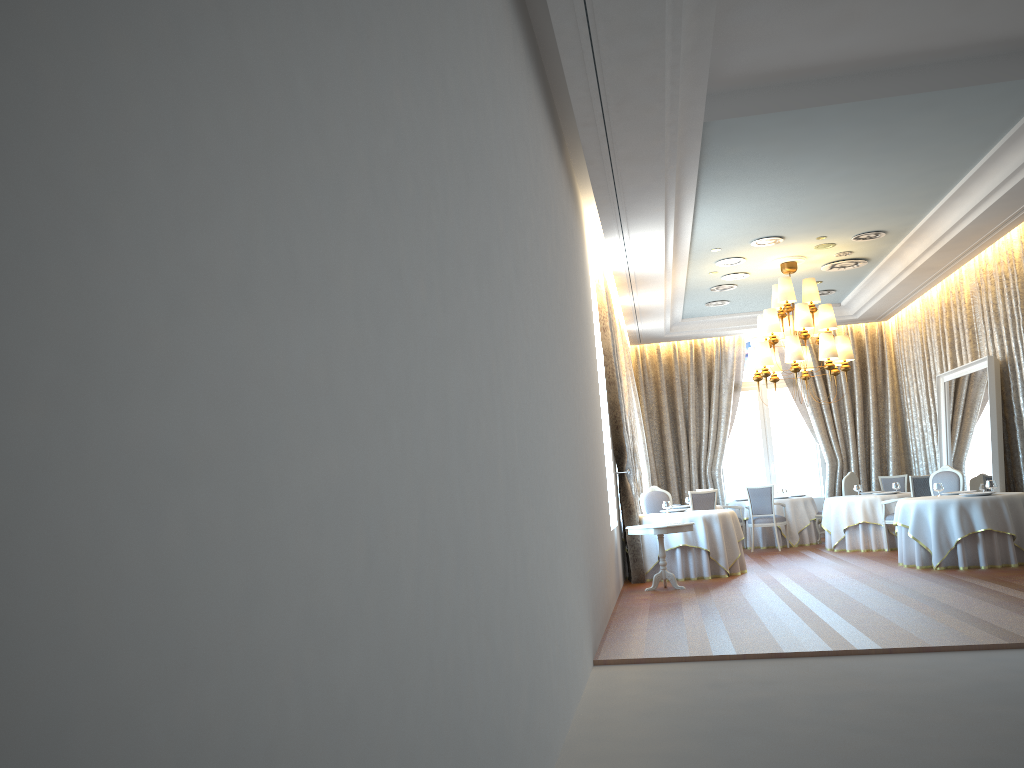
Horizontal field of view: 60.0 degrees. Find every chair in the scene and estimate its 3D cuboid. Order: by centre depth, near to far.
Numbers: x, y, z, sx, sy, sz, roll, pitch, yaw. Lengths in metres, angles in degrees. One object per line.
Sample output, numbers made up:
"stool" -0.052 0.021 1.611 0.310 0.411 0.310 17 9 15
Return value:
"chair" 5.814 1.740 12.118 0.690 1.233 0.563 0 -8 -31
"chair" 2.272 2.106 13.028 0.563 1.233 0.690 -2 -7 -16
"chair" 5.993 1.929 13.280 0.650 1.108 0.629 -1 -8 -21
"chair" 2.866 2.203 13.695 0.650 1.108 0.629 -2 -7 -16
"chair" 4.334 2.282 15.177 0.650 1.108 0.629 -7 -8 24
"chair" 6.626 2.140 15.347 0.650 1.108 0.629 -8 -8 29
"chair" 5.760 2.184 15.664 0.563 1.233 0.690 2 -9 -40
"chair" 3.760 2.426 16.009 0.629 1.108 0.650 -1 -8 -26

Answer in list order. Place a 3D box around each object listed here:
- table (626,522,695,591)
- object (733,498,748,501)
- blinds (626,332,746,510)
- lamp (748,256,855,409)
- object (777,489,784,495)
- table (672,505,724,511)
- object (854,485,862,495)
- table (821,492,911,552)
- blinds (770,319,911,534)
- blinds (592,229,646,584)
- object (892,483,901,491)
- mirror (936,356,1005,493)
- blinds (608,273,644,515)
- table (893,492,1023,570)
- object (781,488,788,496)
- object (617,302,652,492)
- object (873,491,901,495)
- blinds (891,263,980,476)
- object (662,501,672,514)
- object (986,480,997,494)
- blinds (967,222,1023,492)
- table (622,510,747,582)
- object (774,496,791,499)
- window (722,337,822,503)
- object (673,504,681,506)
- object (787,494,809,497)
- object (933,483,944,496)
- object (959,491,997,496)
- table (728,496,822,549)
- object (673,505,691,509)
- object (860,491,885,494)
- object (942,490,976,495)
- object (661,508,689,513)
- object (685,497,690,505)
"table" 1.821 2.101 10.688 0.761 0.801 0.760 2 -9 -41
"object" 4.252 2.118 16.254 0.419 0.036 0.419 -5 -7 8
"blinds" 3.541 0.794 17.598 2.535 4.901 0.386 -5 -7 9
"lamp" 4.069 -0.743 12.699 1.373 2.121 1.373 3 -10 -43
"object" 4.904 1.999 16.189 0.128 0.165 0.128 -5 -7 9
"table" 2.795 2.505 14.760 1.667 0.890 1.663 -4 -7 3
"object" 5.698 1.746 14.605 0.128 0.165 0.128 -5 -7 9
"table" 5.863 2.223 14.254 1.663 0.890 1.667 -7 -8 23
"blinds" 6.368 0.536 17.143 2.476 4.901 0.386 -5 -7 9
"blinds" 1.485 0.269 12.191 0.315 4.930 2.204 -5 -7 9
"object" 6.131 1.658 14.145 0.128 0.165 0.128 -5 -7 9
"mirror" 6.518 1.021 12.646 0.385 2.564 2.251 -5 -7 9
"blinds" 1.916 0.538 14.598 0.335 4.969 2.257 -5 -7 9
"table" 5.726 1.853 11.190 1.663 0.890 1.667 -4 -7 -2
"object" 5.092 2.035 16.588 0.128 0.165 0.128 -5 -7 9
"object" 2.344 0.818 16.727 0.386 4.901 2.121 -5 -7 9
"object" 5.883 1.712 13.918 0.419 0.036 0.419 -5 -7 8
"blinds" 7.118 0.185 14.886 0.238 4.819 4.439 -5 -7 9
"object" 2.163 1.719 12.361 0.128 0.165 0.128 -3 -7 -9
"object" 5.947 1.280 10.998 0.128 0.165 0.128 -5 -7 9
"blinds" 6.394 -0.295 10.601 0.238 4.819 4.439 -5 -7 9
"table" 2.351 2.216 12.175 1.663 0.890 1.667 -4 -7 -2
"object" 4.803 2.031 15.873 0.419 0.036 0.419 -5 -7 8
"window" 5.064 0.673 17.772 1.881 3.306 0.196 -5 -7 9
"object" 2.698 2.107 15.276 0.419 0.036 0.419 -5 -7 8
"object" 5.237 2.052 16.285 0.419 0.036 0.419 -5 -7 8
"object" 5.550 1.375 11.532 0.128 0.165 0.128 -10 -9 39
"object" 5.675 1.340 10.798 0.419 0.036 0.419 -5 -7 8
"table" 4.795 2.549 16.263 1.667 0.890 1.663 -8 -8 28
"object" 2.748 1.989 14.353 0.419 0.036 0.419 -5 -7 8
"object" 5.981 1.805 14.727 0.419 0.036 0.419 -5 -7 8
"object" 5.870 1.431 11.644 0.419 0.036 0.419 -5 -7 8
"object" 2.318 1.808 12.644 0.419 0.036 0.419 -5 -7 8
"object" 2.932 1.949 14.660 0.128 0.165 0.128 -5 -7 9
